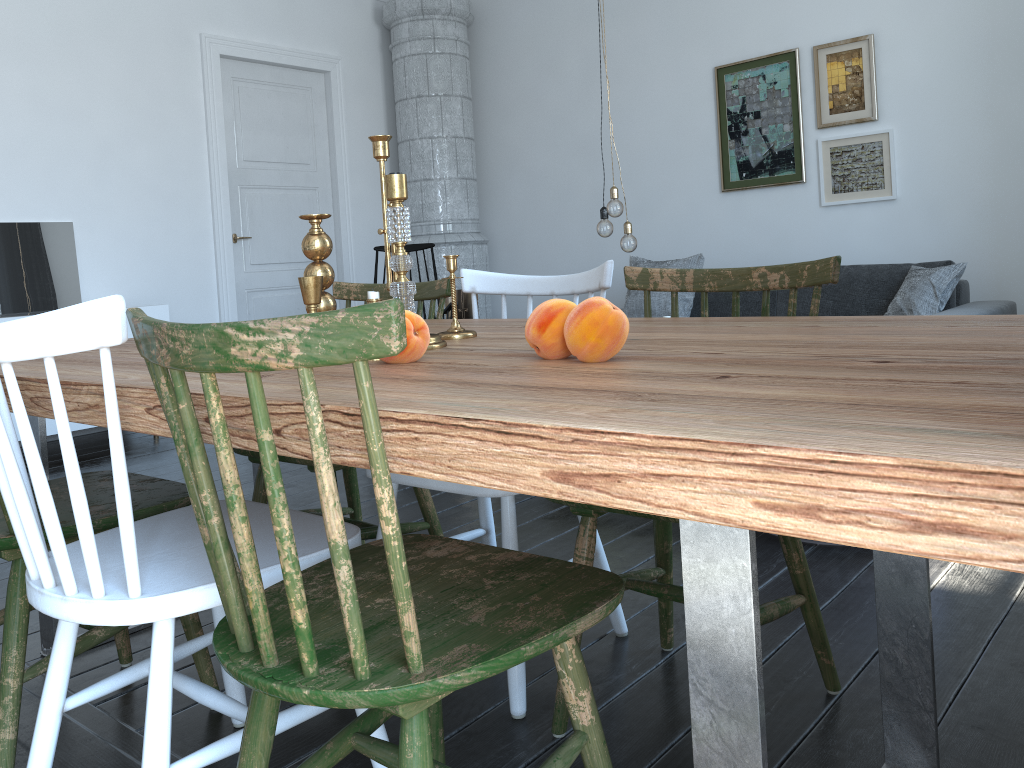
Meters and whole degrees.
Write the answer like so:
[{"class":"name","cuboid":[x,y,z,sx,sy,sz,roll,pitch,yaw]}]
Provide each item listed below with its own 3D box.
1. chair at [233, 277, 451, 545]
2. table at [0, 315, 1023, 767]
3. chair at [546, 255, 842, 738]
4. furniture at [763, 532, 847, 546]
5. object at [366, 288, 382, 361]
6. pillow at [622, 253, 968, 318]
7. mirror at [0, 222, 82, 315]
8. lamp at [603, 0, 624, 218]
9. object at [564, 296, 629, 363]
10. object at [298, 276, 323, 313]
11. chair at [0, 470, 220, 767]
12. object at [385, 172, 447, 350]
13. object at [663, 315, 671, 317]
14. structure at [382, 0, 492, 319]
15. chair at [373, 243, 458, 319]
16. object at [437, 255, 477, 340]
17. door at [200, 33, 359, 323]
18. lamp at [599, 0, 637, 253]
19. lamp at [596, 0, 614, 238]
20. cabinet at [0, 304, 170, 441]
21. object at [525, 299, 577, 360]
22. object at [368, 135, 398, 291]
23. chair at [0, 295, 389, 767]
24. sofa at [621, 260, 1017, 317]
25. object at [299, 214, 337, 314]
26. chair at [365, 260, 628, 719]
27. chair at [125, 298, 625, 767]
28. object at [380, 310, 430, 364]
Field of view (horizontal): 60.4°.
[{"class":"chair","cuboid":[-0.417,0.152,2.251,0.467,0.824,0.489,-1,4,39]},{"class":"table","cuboid":[-0.193,0.283,1.604,2.226,0.713,1.026,3,8,40]},{"class":"chair","cuboid":[0.338,0.191,1.639,0.467,0.824,0.489,-1,4,39]},{"class":"furniture","cuboid":[0.976,0.236,2.707,0.609,0.417,0.620,0,7,34]},{"class":"object","cuboid":[-0.219,-0.097,1.414,0.102,0.113,0.103,-2,5,26]},{"class":"pillow","cuboid":[1.494,-0.533,4.974,2.056,0.490,0.482,4,8,45]},{"class":"mirror","cuboid":[-2.746,-0.639,4.843,0.054,0.500,0.701,-3,5,40]},{"class":"lamp","cuboid":[0.399,-1.461,3.777,0.074,1.492,0.074,-4,1,-3]},{"class":"object","cuboid":[0.114,-0.073,1.182,0.087,0.089,0.084,-1,5,30]},{"class":"object","cuboid":[-0.333,-0.111,1.475,0.049,0.138,0.050,-2,3,40]},{"class":"chair","cuboid":[-0.897,0.262,1.684,0.467,0.824,0.489,-1,4,39]},{"class":"object","cuboid":[-0.194,-0.214,1.542,0.141,0.310,0.140,-4,2,-7]},{"class":"object","cuboid":[0.688,-0.218,3.888,0.075,0.173,0.075,-4,2,-15]},{"class":"structure","cuboid":[-0.555,-1.494,6.704,0.778,2.880,1.274,-4,2,-4]},{"class":"chair","cuboid":[-0.625,-0.342,5.257,0.612,1.001,0.911,-4,4,-5]},{"class":"object","cuboid":[-0.113,-0.169,1.703,0.080,0.160,0.080,-4,3,-2]},{"class":"door","cuboid":[-1.623,-1.158,6.275,0.115,2.466,1.177,-3,2,40]},{"class":"lamp","cuboid":[0.452,-1.310,3.776,0.089,1.492,0.074,-4,1,-26]},{"class":"lamp","cuboid":[0.362,-1.384,3.829,0.074,1.492,0.086,-4,1,2]},{"class":"cabinet","cuboid":[-2.491,-0.010,4.673,0.589,0.732,1.211,0,7,40]},{"class":"object","cuboid":[0.063,-0.077,1.249,0.091,0.088,0.083,-6,5,-23]},{"class":"object","cuboid":[-0.241,-0.297,1.793,0.113,0.409,0.114,-4,2,3]},{"class":"chair","cuboid":[-0.534,0.277,1.353,0.465,0.839,0.513,-1,4,40]},{"class":"sofa","cuboid":[1.390,-0.285,4.939,2.372,0.720,1.093,3,9,40]},{"class":"object","cuboid":[-0.342,-0.177,1.568,0.101,0.247,0.101,-5,2,-26]},{"class":"chair","cuboid":[-0.026,0.159,1.969,0.465,0.839,0.513,-1,4,40]},{"class":"chair","cuboid":[-0.142,0.300,1.071,0.467,0.824,0.489,-1,4,39]},{"class":"object","cuboid":[-0.168,-0.070,1.319,0.085,0.083,0.089,-7,6,-37]}]
